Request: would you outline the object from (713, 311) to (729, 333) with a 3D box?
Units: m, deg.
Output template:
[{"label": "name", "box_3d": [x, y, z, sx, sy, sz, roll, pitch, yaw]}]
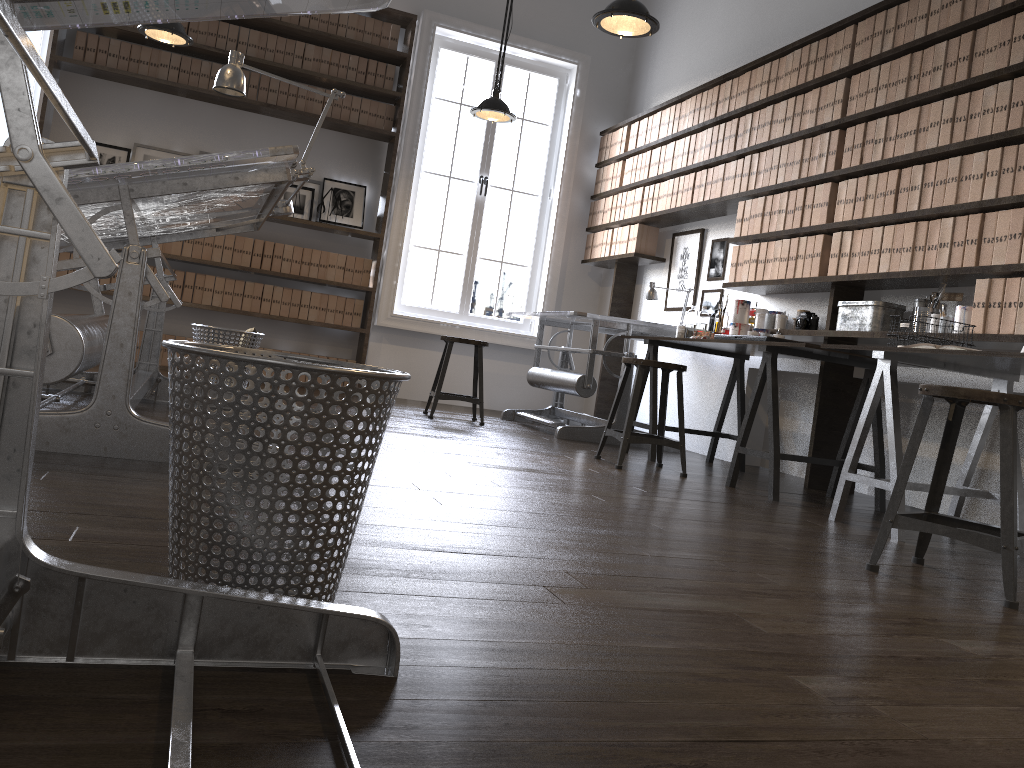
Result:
[{"label": "object", "box_3d": [1.319, -0.340, 5.007, 0.345, 0.146, 0.077, 8, -1, 3]}]

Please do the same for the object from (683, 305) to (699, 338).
[{"label": "object", "box_3d": [1.043, -0.342, 5.155, 0.068, 0.230, 0.069, 9, -1, -22]}]

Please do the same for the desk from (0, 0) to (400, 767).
[{"label": "desk", "box_3d": [-0.187, -0.311, 0.189, 1.074, 1.388, 2.073, 8, 0, -20]}]

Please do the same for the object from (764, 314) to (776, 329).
[{"label": "object", "box_3d": [1.446, -0.342, 4.959, 0.063, 0.093, 0.063, 9, -1, -34]}]

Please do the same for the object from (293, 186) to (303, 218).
[{"label": "object", "box_3d": [-1.645, -1.379, 6.729, 0.123, 0.260, 0.040, 9, -2, -19]}]

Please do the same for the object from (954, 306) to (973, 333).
[{"label": "object", "box_3d": [1.905, -0.258, 3.711, 0.094, 0.128, 0.095, 8, -1, -13]}]

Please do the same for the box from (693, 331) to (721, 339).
[{"label": "box", "box_3d": [1.141, -0.253, 5.036, 0.137, 0.083, 0.212, 8, 1, -20]}]

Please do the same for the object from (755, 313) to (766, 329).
[{"label": "object", "box_3d": [1.410, -0.349, 5.019, 0.061, 0.094, 0.062, 9, -1, -34]}]

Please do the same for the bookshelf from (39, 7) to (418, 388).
[{"label": "bookshelf", "box_3d": [-2.230, -1.220, 6.678, 2.467, 3.728, 0.413, 9, -2, -19]}]

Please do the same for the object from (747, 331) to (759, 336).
[{"label": "object", "box_3d": [1.280, -0.230, 4.723, 0.062, 0.094, 0.061, 8, -1, 21]}]

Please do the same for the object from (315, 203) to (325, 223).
[{"label": "object", "box_3d": [-1.464, -1.305, 6.766, 0.066, 0.166, 0.040, 9, -1, -19]}]

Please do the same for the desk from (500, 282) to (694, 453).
[{"label": "desk", "box_3d": [0.630, -0.188, 6.004, 1.068, 1.099, 1.271, 8, 0, -20]}]

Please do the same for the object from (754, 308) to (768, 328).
[{"label": "object", "box_3d": [1.444, -0.371, 5.147, 0.070, 0.130, 0.070, 8, -1, 19]}]

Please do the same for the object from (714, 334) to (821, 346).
[{"label": "object", "box_3d": [1.201, -0.193, 4.179, 0.311, 0.033, 0.446, 8, 1, -20]}]

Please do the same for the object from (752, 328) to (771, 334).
[{"label": "object", "box_3d": [1.348, -0.235, 4.812, 0.094, 0.128, 0.095, 8, -1, -16]}]

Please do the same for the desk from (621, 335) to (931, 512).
[{"label": "desk", "box_3d": [1.168, 0.149, 4.466, 0.654, 0.670, 1.672, 8, 1, -20]}]

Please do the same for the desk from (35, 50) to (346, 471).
[{"label": "desk", "box_3d": [-1.295, -0.550, 3.352, 1.074, 1.388, 2.284, 8, 1, -20]}]

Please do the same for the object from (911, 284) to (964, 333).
[{"label": "object", "box_3d": [1.875, -0.345, 3.946, 0.156, 0.272, 0.182, 9, -1, -35]}]

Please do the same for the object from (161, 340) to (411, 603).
[{"label": "object", "box_3d": [-0.350, 0.147, 1.290, 0.353, 0.378, 0.353, 8, 0, 2]}]

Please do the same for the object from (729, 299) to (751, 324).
[{"label": "object", "box_3d": [1.343, -0.405, 5.221, 0.107, 0.177, 0.107, 9, -1, -18]}]

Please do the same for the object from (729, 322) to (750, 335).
[{"label": "object", "box_3d": [1.233, -0.258, 4.822, 0.103, 0.142, 0.105, 9, -1, -27]}]

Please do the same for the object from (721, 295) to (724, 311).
[{"label": "object", "box_3d": [1.181, -0.396, 5.004, 0.007, 0.214, 0.054, 8, -1, 16]}]

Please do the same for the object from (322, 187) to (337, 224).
[{"label": "object", "box_3d": [-1.409, -1.369, 6.821, 0.118, 0.304, 0.040, 9, -2, -19]}]

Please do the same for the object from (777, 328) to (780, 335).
[{"label": "object", "box_3d": [1.408, -0.231, 4.722, 0.004, 0.133, 0.030, 9, -2, -24]}]

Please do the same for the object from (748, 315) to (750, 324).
[{"label": "object", "box_3d": [1.412, -0.364, 5.283, 0.061, 0.111, 0.061, 9, -1, -21]}]

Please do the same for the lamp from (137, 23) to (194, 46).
[{"label": "lamp", "box_3d": [-1.881, -3.162, 5.257, 0.311, 2.255, 0.311, 10, -2, -40]}]

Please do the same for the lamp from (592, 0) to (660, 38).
[{"label": "lamp", "box_3d": [0.683, -2.759, 4.095, 0.311, 2.255, 0.311, 10, -2, -40]}]

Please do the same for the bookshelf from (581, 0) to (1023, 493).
[{"label": "bookshelf", "box_3d": [2.205, -0.225, 3.142, 0.372, 3.209, 9.196, 9, 1, -20]}]

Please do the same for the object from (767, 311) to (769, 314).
[{"label": "object", "box_3d": [1.484, -0.366, 5.216, 0.072, 0.129, 0.071, 8, -1, 28]}]

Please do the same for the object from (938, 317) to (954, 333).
[{"label": "object", "box_3d": [1.915, -0.241, 3.791, 0.181, 0.093, 0.062, 8, -1, -6]}]

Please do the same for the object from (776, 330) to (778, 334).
[{"label": "object", "box_3d": [1.400, -0.233, 4.728, 0.005, 0.118, 0.036, 9, -1, -25]}]

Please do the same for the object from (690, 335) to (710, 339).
[{"label": "object", "box_3d": [1.023, -0.243, 4.838, 0.132, 0.050, 0.197, 8, 1, 10]}]

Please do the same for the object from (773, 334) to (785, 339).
[{"label": "object", "box_3d": [1.399, -0.211, 4.657, 0.062, 0.094, 0.061, 8, -1, 30]}]

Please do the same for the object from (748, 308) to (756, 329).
[{"label": "object", "box_3d": [1.419, -0.376, 5.213, 0.051, 0.140, 0.050, 9, -1, -22]}]

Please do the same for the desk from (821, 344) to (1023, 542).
[{"label": "desk", "box_3d": [1.751, 0.275, 2.801, 0.654, 0.670, 1.672, 8, 1, -20]}]

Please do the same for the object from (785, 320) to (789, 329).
[{"label": "object", "box_3d": [1.525, -0.321, 4.984, 0.054, 0.080, 0.054, 8, -1, 8]}]

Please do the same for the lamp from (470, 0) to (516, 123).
[{"label": "lamp", "box_3d": [0.035, -2.899, 5.931, 0.311, 2.255, 0.311, 10, -2, -40]}]

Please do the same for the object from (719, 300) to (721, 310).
[{"label": "object", "box_3d": [1.184, -0.384, 5.022, 0.008, 0.186, 0.071, 9, -1, -19]}]

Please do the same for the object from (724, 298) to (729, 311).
[{"label": "object", "box_3d": [1.195, -0.388, 5.005, 0.006, 0.193, 0.055, 9, -1, -21]}]

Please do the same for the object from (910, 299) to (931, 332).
[{"label": "object", "box_3d": [1.894, -0.297, 4.105, 0.078, 0.188, 0.079, 9, -1, -40]}]

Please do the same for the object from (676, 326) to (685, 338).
[{"label": "object", "box_3d": [0.999, -0.288, 5.215, 0.068, 0.104, 0.068, 8, -1, -15]}]

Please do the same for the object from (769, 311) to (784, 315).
[{"label": "object", "box_3d": [1.511, -0.349, 5.069, 0.094, 0.128, 0.094, 8, -1, 11]}]

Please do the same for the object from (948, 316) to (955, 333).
[{"label": "object", "box_3d": [1.917, -0.246, 3.837, 0.063, 0.093, 0.063, 8, -1, 33]}]

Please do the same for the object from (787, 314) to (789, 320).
[{"label": "object", "box_3d": [1.539, -0.341, 4.969, 0.004, 0.103, 0.035, 8, -1, 0]}]

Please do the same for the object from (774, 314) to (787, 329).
[{"label": "object", "box_3d": [1.488, -0.335, 4.907, 0.061, 0.094, 0.062, 9, -1, -34]}]

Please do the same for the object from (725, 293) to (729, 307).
[{"label": "object", "box_3d": [1.202, -0.401, 5.016, 0.021, 0.228, 0.007, 8, -2, -8]}]

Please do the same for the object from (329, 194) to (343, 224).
[{"label": "object", "box_3d": [-1.357, -1.341, 6.870, 0.110, 0.262, 0.040, 9, -2, -19]}]

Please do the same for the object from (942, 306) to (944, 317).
[{"label": "object", "box_3d": [1.852, -0.272, 3.804, 0.004, 0.127, 0.028, 9, -2, -21]}]

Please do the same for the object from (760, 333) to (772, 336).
[{"label": "object", "box_3d": [1.339, -0.220, 4.685, 0.063, 0.093, 0.063, 8, -1, 30]}]

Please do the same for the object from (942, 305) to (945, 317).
[{"label": "object", "box_3d": [1.858, -0.278, 3.801, 0.008, 0.125, 0.041, 9, -2, -31]}]

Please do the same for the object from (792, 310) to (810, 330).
[{"label": "object", "box_3d": [1.541, -0.327, 4.810, 0.107, 0.162, 0.235, 8, 0, 36]}]

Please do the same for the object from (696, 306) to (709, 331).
[{"label": "object", "box_3d": [1.110, -0.337, 5.179, 0.068, 0.238, 0.069, 9, -1, -22]}]

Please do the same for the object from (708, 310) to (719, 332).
[{"label": "object", "box_3d": [1.188, -0.322, 5.207, 0.068, 0.230, 0.069, 9, -1, -22]}]

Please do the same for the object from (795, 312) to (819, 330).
[{"label": "object", "box_3d": [1.550, -0.329, 4.697, 0.091, 0.109, 0.171, 8, 0, -20]}]

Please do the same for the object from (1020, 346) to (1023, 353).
[{"label": "object", "box_3d": [1.905, -0.154, 3.212, 0.102, 0.209, 0.101, 8, -1, 25]}]

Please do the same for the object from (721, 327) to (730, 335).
[{"label": "object", "box_3d": [1.173, -0.254, 4.872, 0.049, 0.112, 0.050, 9, -1, -23]}]

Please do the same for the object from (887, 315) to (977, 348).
[{"label": "object", "box_3d": [1.664, -0.173, 3.520, 0.283, 0.161, 0.204, 8, 0, -19]}]

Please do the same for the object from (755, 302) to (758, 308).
[{"label": "object", "box_3d": [1.444, -0.402, 5.292, 0.033, 0.184, 0.005, 9, -2, -26]}]

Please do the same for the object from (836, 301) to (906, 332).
[{"label": "object", "box_3d": [1.733, -0.314, 4.297, 0.192, 0.152, 0.317, 8, 1, -20]}]
